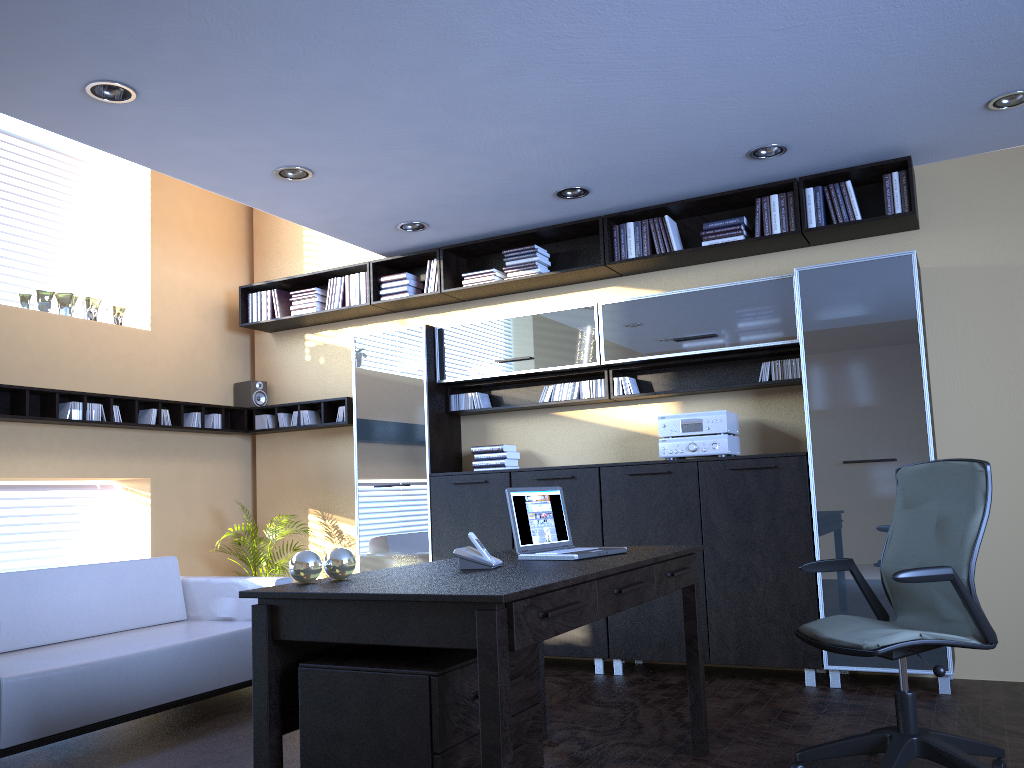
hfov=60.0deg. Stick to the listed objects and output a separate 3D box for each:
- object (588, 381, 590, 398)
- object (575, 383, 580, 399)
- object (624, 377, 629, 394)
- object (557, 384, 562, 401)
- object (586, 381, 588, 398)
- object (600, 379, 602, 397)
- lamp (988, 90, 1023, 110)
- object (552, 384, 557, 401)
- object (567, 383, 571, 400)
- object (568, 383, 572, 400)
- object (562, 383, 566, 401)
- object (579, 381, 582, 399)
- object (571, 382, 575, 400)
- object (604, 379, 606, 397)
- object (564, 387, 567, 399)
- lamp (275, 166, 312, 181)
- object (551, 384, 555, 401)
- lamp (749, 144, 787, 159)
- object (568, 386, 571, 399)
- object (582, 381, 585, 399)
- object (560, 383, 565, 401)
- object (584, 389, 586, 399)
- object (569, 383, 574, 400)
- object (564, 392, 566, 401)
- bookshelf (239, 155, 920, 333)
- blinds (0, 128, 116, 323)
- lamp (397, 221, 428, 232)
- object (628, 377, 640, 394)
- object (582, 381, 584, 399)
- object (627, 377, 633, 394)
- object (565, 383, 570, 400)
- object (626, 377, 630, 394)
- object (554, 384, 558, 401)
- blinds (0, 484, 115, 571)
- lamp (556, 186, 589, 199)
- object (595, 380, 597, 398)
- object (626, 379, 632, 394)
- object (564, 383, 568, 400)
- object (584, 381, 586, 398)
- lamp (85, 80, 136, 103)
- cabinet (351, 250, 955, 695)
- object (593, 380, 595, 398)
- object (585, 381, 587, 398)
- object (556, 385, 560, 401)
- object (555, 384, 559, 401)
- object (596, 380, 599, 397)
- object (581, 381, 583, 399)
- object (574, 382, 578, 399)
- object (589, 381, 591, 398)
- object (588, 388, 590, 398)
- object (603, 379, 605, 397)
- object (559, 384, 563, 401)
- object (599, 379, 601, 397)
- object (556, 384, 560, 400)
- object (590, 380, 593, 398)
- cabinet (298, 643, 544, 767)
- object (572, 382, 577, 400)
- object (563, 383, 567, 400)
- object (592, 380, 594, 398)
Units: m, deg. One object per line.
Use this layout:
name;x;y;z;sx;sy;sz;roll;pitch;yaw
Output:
object;0.553;0.043;6.092;0.006;0.118;0.140;-5;-7;27
object;0.478;0.051;6.135;0.040;0.118;0.142;-5;-7;27
object;0.795;0.018;5.972;0.030;0.119;0.142;-5;-7;27
object;0.360;0.064;6.193;0.040;0.118;0.142;-5;-7;27
object;0.544;0.044;6.096;0.009;0.120;0.142;-5;-7;27
object;0.634;0.034;6.053;0.009;0.120;0.142;-5;-7;27
lamp;2.516;-1.474;4.473;0.208;0.096;0.209;5;-10;-44
object;0.325;0.068;6.212;0.040;0.118;0.142;-5;-7;27
object;0.423;0.057;6.160;0.036;0.115;0.140;-5;-7;27
object;0.436;0.057;6.163;0.040;0.118;0.142;-5;-7;27
object;0.390;0.061;6.184;0.040;0.118;0.142;-5;-7;27
object;0.501;0.049;6.123;0.009;0.120;0.142;-5;-7;27
object;0.452;0.055;6.152;0.040;0.118;0.142;-5;-7;27
object;0.661;0.031;6.038;0.009;0.120;0.142;-5;-7;27
object;0.407;0.059;6.174;0.040;0.118;0.142;-5;-7;27
lamp;-1.246;-1.242;5.056;0.209;0.096;0.208;-4;-7;9
object;0.316;0.069;6.217;0.040;0.118;0.142;-5;-7;27
lamp;1.448;-1.359;5.023;0.209;0.096;0.208;-5;-8;21
object;0.425;0.057;6.165;0.040;0.118;0.142;-5;-7;27
object;0.520;0.047;6.116;0.009;0.120;0.142;-5;-7;27
object;0.380;0.062;6.187;0.040;0.118;0.142;-5;-7;27
object;0.531;0.047;6.116;0.009;0.120;0.142;-5;-7;27
object;0.441;0.055;6.152;0.040;0.118;0.142;-5;-7;27
object;0.398;0.060;6.179;0.040;0.118;0.142;-5;-7;27
bookshelf;0.088;-0.870;6.348;5.130;0.339;0.362;-6;-8;27
blinds;-4.419;-1.352;4.696;0.039;1.457;5.401;-5;-8;27
lamp;-0.689;-1.129;6.123;0.208;0.096;0.209;5;-10;-44
object;0.819;0.017;5.963;0.040;0.118;0.142;-5;-7;27
object;0.519;0.047;6.113;0.006;0.118;0.140;-5;-7;27
object;0.819;0.016;5.961;0.036;0.115;0.140;-5;-7;27
object;0.413;0.058;6.164;0.040;0.118;0.142;-5;-7;27
object;0.805;0.017;5.968;0.026;0.117;0.140;-5;-7;27
object;0.336;0.067;6.211;0.036;0.115;0.140;-5;-7;27
blinds;-4.312;1.203;4.436;0.047;1.363;5.401;-5;-8;27
lamp;0.380;-1.244;5.573;0.209;0.096;0.208;-5;-8;21
object;0.599;0.038;6.072;0.009;0.120;0.142;-5;-7;27
object;0.806;0.017;5.970;0.030;0.119;0.142;-5;-7;27
object;0.406;0.059;6.172;0.036;0.115;0.140;-5;-7;27
object;0.530;0.046;6.113;0.006;0.118;0.140;-5;-7;27
lamp;-1.803;-1.355;3.989;0.209;0.096;0.208;-2;-7;-3
cabinet;0.663;0.654;5.853;3.880;2.392;0.491;-6;-7;27
object;0.589;0.039;6.075;0.009;0.120;0.142;-5;-7;27
object;0.537;0.045;6.104;0.006;0.118;0.140;-5;-7;27
object;0.354;0.065;6.201;0.036;0.115;0.140;-5;-7;27
object;0.344;0.066;6.203;0.036;0.115;0.140;-5;-7;27
object;0.610;0.038;6.072;0.009;0.120;0.142;-5;-7;27
object;0.509;0.048;6.117;0.009;0.120;0.142;-5;-7;27
object;0.468;0.052;6.138;0.036;0.115;0.140;-5;-7;27
object;0.565;0.042;6.093;0.009;0.120;0.142;-5;-7;27
object;0.554;0.043;6.095;0.009;0.120;0.142;-5;-7;27
object;0.651;0.032;6.041;0.009;0.120;0.142;-5;-7;27
object;0.372;0.063;6.192;0.036;0.115;0.140;-5;-7;27
object;0.625;0.035;6.057;0.009;0.120;0.142;-5;-7;27
object;0.354;0.065;6.203;0.040;0.118;0.142;-5;-7;27
object;0.571;0.041;6.083;0.009;0.120;0.142;-5;-7;27
cabinet;-0.239;1.156;2.707;0.500;0.678;0.635;-6;-7;27
object;0.461;0.054;6.146;0.040;0.118;0.142;-5;-7;27
object;0.396;0.060;6.174;0.036;0.115;0.140;-5;-7;27
object;0.585;0.041;6.088;0.009;0.120;0.142;-5;-7;27
